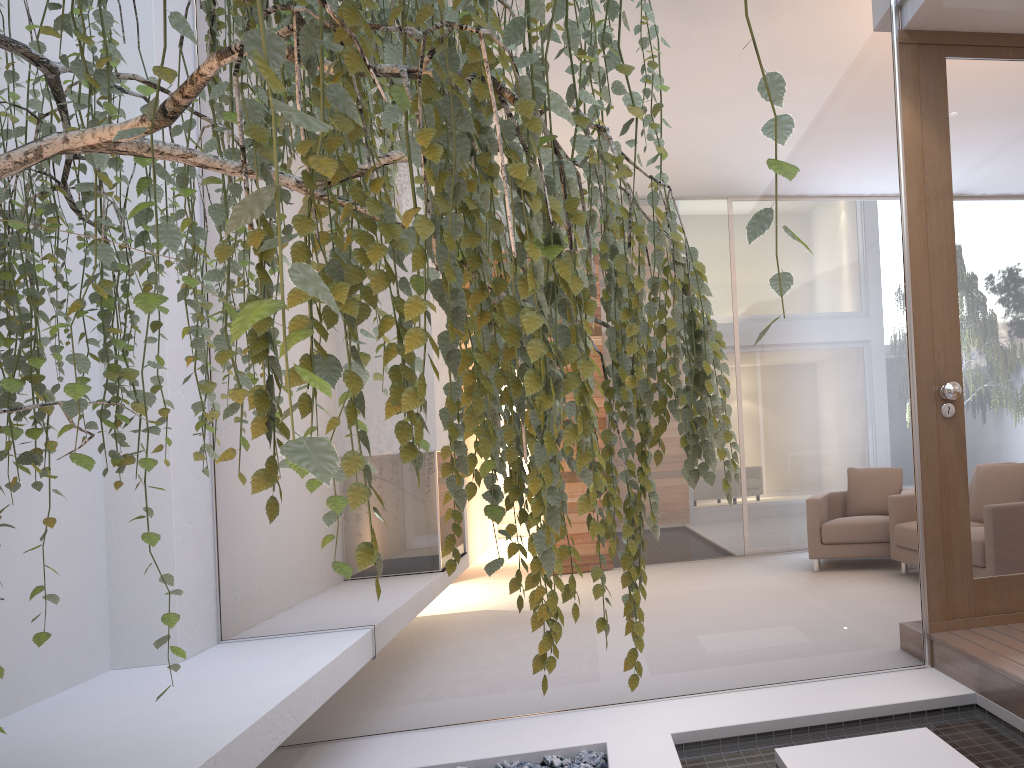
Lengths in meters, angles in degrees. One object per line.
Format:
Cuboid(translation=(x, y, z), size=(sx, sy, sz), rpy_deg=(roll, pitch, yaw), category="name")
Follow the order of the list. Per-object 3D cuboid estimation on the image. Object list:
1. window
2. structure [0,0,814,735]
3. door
Cuboid(translation=(0.179, -0.380, 3.162), size=(2.976, 3.251, 0.047), rpy_deg=(-3, -1, -11), category="window")
Cuboid(translation=(-0.588, -0.900, 0.820), size=(1.872, 3.985, 2.299), rpy_deg=(-3, -2, -6), category="structure")
Cuboid(translation=(2.199, -0.243, 3.502), size=(0.988, 2.361, 0.106), rpy_deg=(-3, -1, -11), category="door")
